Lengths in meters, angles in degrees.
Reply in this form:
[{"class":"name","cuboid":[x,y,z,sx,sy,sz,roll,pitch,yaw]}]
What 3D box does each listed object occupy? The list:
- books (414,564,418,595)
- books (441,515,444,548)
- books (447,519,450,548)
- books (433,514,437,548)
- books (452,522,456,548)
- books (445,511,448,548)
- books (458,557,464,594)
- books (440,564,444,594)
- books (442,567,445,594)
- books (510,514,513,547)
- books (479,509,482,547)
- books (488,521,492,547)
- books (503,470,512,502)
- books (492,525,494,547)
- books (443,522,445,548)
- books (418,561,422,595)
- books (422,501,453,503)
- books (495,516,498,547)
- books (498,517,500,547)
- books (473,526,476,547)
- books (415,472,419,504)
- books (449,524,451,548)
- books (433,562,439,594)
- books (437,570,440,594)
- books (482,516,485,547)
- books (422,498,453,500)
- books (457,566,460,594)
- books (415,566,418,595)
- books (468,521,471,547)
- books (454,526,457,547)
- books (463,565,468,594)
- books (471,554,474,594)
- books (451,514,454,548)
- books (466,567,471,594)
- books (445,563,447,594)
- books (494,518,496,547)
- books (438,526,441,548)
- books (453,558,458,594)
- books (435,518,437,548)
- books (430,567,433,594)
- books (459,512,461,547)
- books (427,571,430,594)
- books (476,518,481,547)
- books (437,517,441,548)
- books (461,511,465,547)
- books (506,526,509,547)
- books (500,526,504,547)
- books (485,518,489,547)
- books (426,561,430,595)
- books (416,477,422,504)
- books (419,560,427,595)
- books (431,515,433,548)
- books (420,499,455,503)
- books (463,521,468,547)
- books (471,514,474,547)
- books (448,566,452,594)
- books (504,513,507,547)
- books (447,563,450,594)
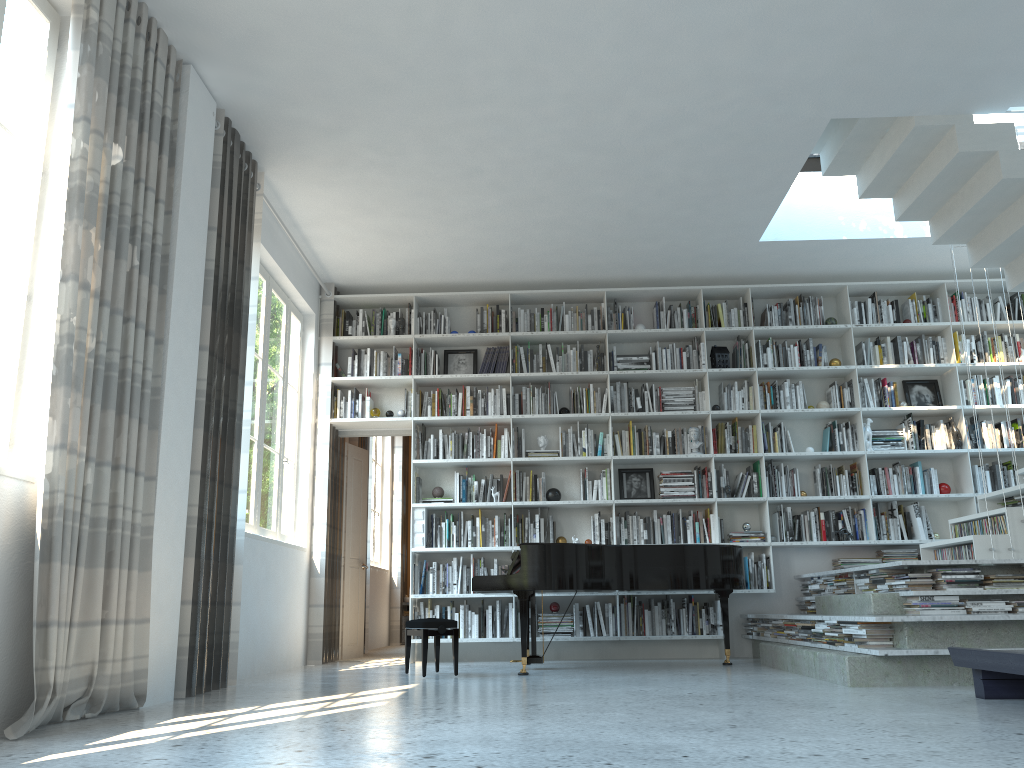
[{"class":"books","cuboid":[-0.807,1.641,7.435,0.012,0.253,0.161,-1,-14,2]},{"class":"books","cuboid":[-0.591,1.259,7.505,0.008,0.279,0.165,-1,-14,2]},{"class":"books","cuboid":[-0.533,1.272,7.487,0.009,0.244,0.185,-1,-14,2]},{"class":"books","cuboid":[-0.650,1.255,7.515,0.014,0.293,0.172,-1,-14,2]},{"class":"books","cuboid":[-0.489,1.284,7.488,0.015,0.218,0.190,-1,-14,2]},{"class":"books","cuboid":[-0.555,1.242,7.511,0.006,0.314,0.146,-1,-14,2]},{"class":"books","cuboid":[-0.428,1.602,7.411,0.039,0.306,0.172,-1,-14,2]},{"class":"books","cuboid":[-0.586,1.642,7.436,0.022,0.247,0.134,-1,-14,2]},{"class":"books","cuboid":[-0.563,1.645,7.400,0.028,0.222,0.189,-1,-14,2]},{"class":"books","cuboid":[-0.001,1.251,7.507,0.024,0.279,0.136,-1,-14,2]},{"class":"books","cuboid":[-0.261,1.231,7.500,0.021,0.322,0.172,-1,-14,2]},{"class":"books","cuboid":[-0.181,1.277,7.498,0.025,0.228,0.153,-1,-14,2]},{"class":"books","cuboid":[-0.036,0.886,7.545,0.082,0.275,0.229,-1,-14,2]},{"class":"books","cuboid":[-0.157,1.294,7.496,0.023,0.193,0.140,-1,-14,2]},{"class":"books","cuboid":[-0.565,1.287,7.491,0.015,0.216,0.180,-1,-14,2]},{"class":"books","cuboid":[-0.768,1.622,7.407,0.011,0.276,0.190,-1,-14,2]},{"class":"books","cuboid":[-0.632,1.013,7.575,0.254,0.012,0.161,-1,-14,-1]},{"class":"books","cuboid":[-0.125,1.254,7.482,0.021,0.265,0.186,-1,-14,2]},{"class":"books","cuboid":[-0.108,1.261,7.499,0.013,0.259,0.143,-1,-14,2]},{"class":"books","cuboid":[-0.309,1.298,7.477,0.029,0.181,0.190,-1,-14,2]},{"class":"books","cuboid":[-0.817,0.911,7.614,0.012,0.284,0.160,-1,-14,2]},{"class":"books","cuboid":[-0.520,1.295,7.513,0.016,0.210,0.146,-1,-14,2]},{"class":"books","cuboid":[-0.638,1.628,7.415,0.029,0.265,0.172,-1,-14,2]},{"class":"books","cuboid":[-0.610,1.664,7.427,0.025,0.199,0.137,-1,-14,2]},{"class":"books","cuboid":[-0.236,1.258,7.484,0.028,0.260,0.181,-1,-14,2]},{"class":"books","cuboid":[-0.632,0.991,7.585,0.254,0.012,0.161,-2,-14,3]},{"class":"books","cuboid":[-0.452,1.644,7.422,0.012,0.232,0.149,-1,-14,2]},{"class":"books","cuboid":[-0.786,1.645,7.419,0.029,0.238,0.154,-1,-14,2]},{"class":"books","cuboid":[-0.351,1.278,7.494,0.027,0.229,0.159,-1,-14,2]},{"class":"books","cuboid":[-0.473,1.298,7.480,0.016,0.188,0.184,-1,-14,2]},{"class":"books","cuboid":[-0.392,1.640,7.422,0.031,0.238,0.132,-1,-14,2]},{"class":"books","cuboid":[-0.330,1.590,7.406,0.014,0.324,0.171,-1,-14,2]},{"class":"books","cuboid":[-0.501,1.250,7.490,0.007,0.285,0.182,-1,-14,2]},{"class":"books","cuboid":[-0.363,1.645,7.416,0.028,0.224,0.134,-1,-14,2]},{"class":"books","cuboid":[-0.543,1.629,7.406,0.013,0.256,0.190,-1,-14,2]},{"class":"books","cuboid":[-0.140,1.268,7.497,0.010,0.245,0.160,-1,-14,2]},{"class":"books","cuboid":[-0.604,1.298,7.475,0.019,0.189,0.194,-1,-14,2]},{"class":"books","cuboid":[-0.472,1.611,7.428,0.027,0.298,0.142,-1,-14,2]},{"class":"books","cuboid":[-0.632,1.275,7.518,0.022,0.256,0.142,-1,-14,2]},{"class":"books","cuboid":[-0.664,1.649,7.405,0.022,0.220,0.188,-1,-14,2]},{"class":"books","cuboid":[-0.432,1.243,7.492,0.019,0.299,0.180,-1,-14,2]},{"class":"books","cuboid":[-0.686,1.666,7.424,0.024,0.197,0.148,-1,-14,2]},{"class":"books","cuboid":[-0.282,1.265,7.495,0.026,0.253,0.177,-1,-14,2]},{"class":"books","cuboid":[-0.617,1.266,7.500,0.007,0.263,0.177,-1,-14,2]},{"class":"books","cuboid":[-0.416,1.242,7.504,0.012,0.305,0.190,-1,-14,2]},{"class":"books","cuboid":[-0.034,1.298,7.501,0.023,0.186,0.130,-1,-14,2]},{"class":"books","cuboid":[-0.080,1.298,7.489,0.041,0.181,0.142,-1,-14,2]},{"class":"books","cuboid":[-0.208,1.264,7.487,0.028,0.248,0.159,-1,-14,2]},{"class":"books","cuboid":[-0.704,1.629,7.433,0.010,0.273,0.150,-1,-14,2]},{"class":"books","cuboid":[-0.797,0.928,7.599,0.028,0.242,0.157,-1,-14,2]},{"class":"books","cuboid":[-0.736,1.620,7.415,0.052,0.283,0.172,-1,-14,2]},{"class":"books","cuboid":[-0.677,1.262,7.523,0.008,0.284,0.160,-1,-14,2]},{"class":"books","cuboid":[-0.632,1.001,7.576,0.285,0.012,0.160,-2,-14,5]},{"class":"books","cuboid":[-0.386,1.283,7.512,0.045,0.229,0.138,-1,-14,2]},{"class":"books","cuboid":[-0.331,1.252,7.499,0.014,0.281,0.150,-1,-14,2]},{"class":"books","cuboid":[-0.512,1.643,7.410,0.028,0.228,0.158,-1,-14,2]},{"class":"books","cuboid":[-0.054,1.242,7.482,0.014,0.285,0.180,-1,-14,2]},{"class":"books","cuboid":[-0.531,1.629,7.400,0.010,0.252,0.178,-1,-14,2]}]
